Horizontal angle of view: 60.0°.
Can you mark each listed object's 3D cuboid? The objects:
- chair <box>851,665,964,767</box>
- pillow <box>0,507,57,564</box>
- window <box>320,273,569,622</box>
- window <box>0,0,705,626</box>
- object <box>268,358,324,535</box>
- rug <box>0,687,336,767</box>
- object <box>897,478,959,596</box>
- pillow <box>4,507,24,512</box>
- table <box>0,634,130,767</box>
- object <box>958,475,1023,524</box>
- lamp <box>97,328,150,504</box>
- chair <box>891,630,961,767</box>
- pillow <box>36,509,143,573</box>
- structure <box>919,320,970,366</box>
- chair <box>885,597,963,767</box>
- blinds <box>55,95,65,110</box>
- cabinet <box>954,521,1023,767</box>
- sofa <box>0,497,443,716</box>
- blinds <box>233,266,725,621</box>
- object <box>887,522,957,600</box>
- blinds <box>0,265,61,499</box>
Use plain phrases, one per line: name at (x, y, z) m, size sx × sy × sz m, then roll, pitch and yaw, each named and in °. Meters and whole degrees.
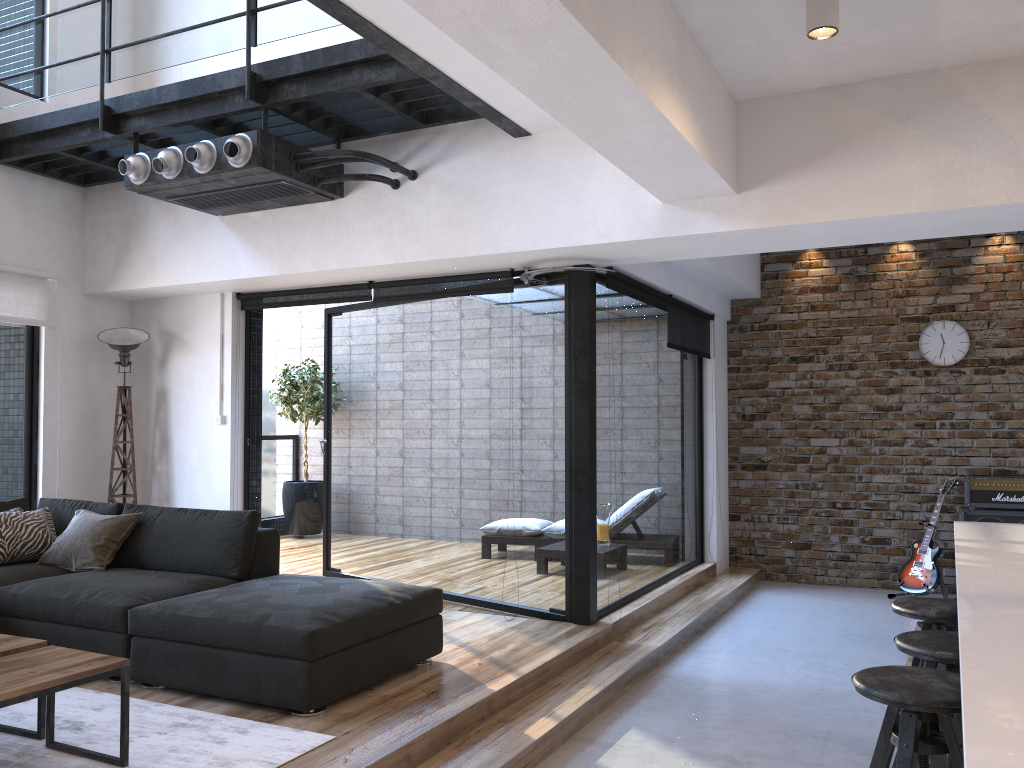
chair at (1.120, 1.126, 2.420) m, size 0.366 × 0.630 × 0.367 m, roll 0°, pitch -2°, yaw 1°
pillow at (-2.737, 0.827, 4.878) m, size 0.250 × 0.314 × 0.532 m, roll -1°, pitch -3°, yaw 30°
window at (-0.553, 0.400, 5.961) m, size 2.449 × 2.049 × 0.100 m, roll -2°, pitch -3°, yaw 43°
window at (-2.823, -1.329, 2.714) m, size 5.664 × 5.564 × 13.404 m, roll -1°, pitch -3°, yaw 26°
object at (-2.158, 0.640, 9.374) m, size 0.812 × 1.862 × 0.801 m, roll 1°, pitch -2°, yaw -20°
rug at (-1.943, 1.261, 2.932) m, size 2.113 × 0.003 × 1.637 m, roll -1°, pitch -3°, yaw 26°
object at (3.231, 1.164, 6.803) m, size 0.524 × 0.873 × 0.330 m, roll 1°, pitch -2°, yaw -29°
pillow at (-2.906, 0.850, 4.889) m, size 0.234 × 0.294 × 0.612 m, roll -1°, pitch -3°, yaw 27°
table at (-1.979, 1.086, 2.949) m, size 1.298 × 0.350 × 0.697 m, roll -1°, pitch -3°, yaw 26°
object at (3.717, 1.160, 6.602) m, size 0.696 × 0.936 × 0.358 m, roll -1°, pitch -2°, yaw 26°
lamp at (-2.755, 0.489, 5.704) m, size 0.425 × 1.826 × 1.469 m, roll 0°, pitch -2°, yaw 11°
chair at (1.432, 1.147, 2.871) m, size 0.365 × 0.630 × 0.365 m, roll 1°, pitch -2°, yaw -19°
pillow at (-2.308, 0.854, 4.829) m, size 0.547 × 0.309 × 0.273 m, roll -1°, pitch -3°, yaw 26°
structure at (3.414, -0.322, 7.008) m, size 0.360 × 0.360 × 0.040 m, roll -1°, pitch -2°, yaw 26°
chair at (1.669, 1.175, 3.452) m, size 0.367 × 0.630 × 0.367 m, roll -2°, pitch -3°, yaw 41°
blinds at (-4.458, -2.778, 1.092) m, size 1.995 × 2.974 × 10.210 m, roll 0°, pitch -3°, yaw 5°
cabinet at (1.451, -0.092, 0.348) m, size 2.474 × 2.870 × 9.119 m, roll -1°, pitch -3°, yaw 26°
sofa at (-2.329, 0.945, 3.593) m, size 2.999 × 0.700 × 3.045 m, roll -1°, pitch -3°, yaw 26°
blinds at (0.182, 0.381, 5.898) m, size 3.861 × 2.051 × 1.829 m, roll 1°, pitch -2°, yaw -19°
object at (3.121, 1.351, 6.738) m, size 0.331 × 0.587 × 0.390 m, roll 1°, pitch -2°, yaw -29°
blinds at (-4.208, 0.169, 3.595) m, size 0.095 × 2.043 × 5.371 m, roll -1°, pitch -3°, yaw 26°
